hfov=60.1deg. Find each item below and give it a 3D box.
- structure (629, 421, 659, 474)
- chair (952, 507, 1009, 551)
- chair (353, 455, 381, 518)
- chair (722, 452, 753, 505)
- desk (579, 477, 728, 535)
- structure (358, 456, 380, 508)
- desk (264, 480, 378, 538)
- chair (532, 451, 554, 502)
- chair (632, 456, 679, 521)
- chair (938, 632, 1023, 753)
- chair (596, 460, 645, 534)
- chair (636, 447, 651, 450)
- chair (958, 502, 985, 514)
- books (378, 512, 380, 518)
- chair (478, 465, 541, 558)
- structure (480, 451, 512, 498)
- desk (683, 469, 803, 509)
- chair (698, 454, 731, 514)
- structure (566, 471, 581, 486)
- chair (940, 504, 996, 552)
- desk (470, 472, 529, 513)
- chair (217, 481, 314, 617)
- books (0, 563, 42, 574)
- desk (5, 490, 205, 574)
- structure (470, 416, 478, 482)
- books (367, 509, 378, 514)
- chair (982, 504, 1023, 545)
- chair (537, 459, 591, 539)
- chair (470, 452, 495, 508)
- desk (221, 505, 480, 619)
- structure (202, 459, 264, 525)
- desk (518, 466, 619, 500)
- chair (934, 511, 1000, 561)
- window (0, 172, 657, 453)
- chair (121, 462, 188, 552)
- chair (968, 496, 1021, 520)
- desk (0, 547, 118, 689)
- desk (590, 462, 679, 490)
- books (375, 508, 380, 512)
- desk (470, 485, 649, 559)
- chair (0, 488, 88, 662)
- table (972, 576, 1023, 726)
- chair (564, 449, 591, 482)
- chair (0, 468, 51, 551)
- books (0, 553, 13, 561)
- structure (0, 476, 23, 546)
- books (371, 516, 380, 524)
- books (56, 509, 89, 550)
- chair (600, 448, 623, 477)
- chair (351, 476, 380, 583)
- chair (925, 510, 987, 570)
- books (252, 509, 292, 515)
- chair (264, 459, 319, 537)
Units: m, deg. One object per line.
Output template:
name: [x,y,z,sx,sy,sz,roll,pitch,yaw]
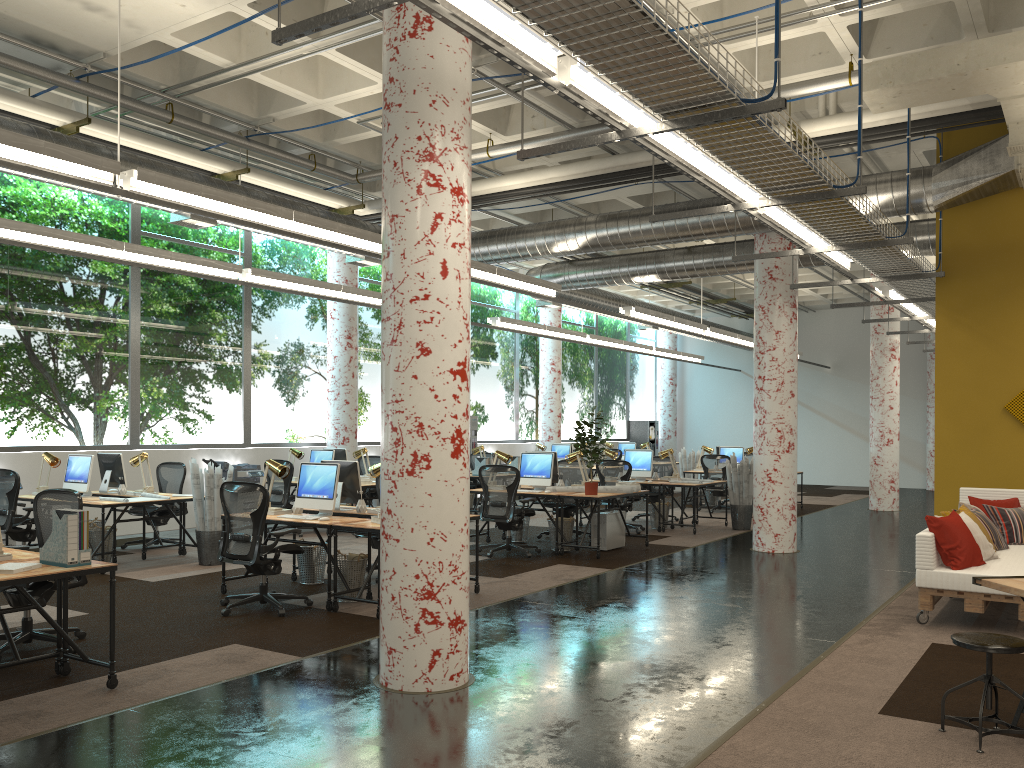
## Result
structure: [3.943,2.000,26.368,0.638,1.810,0.750,0,0,33]
chair: [4.288,1.345,8.088,0.523,0.408,0.341,2,-2,-41]
chair: [-2.383,1.707,14.349,0.770,1.085,0.793,0,-1,17]
chair: [4.698,1.943,18.210,0.770,1.085,0.793,0,-1,17]
desk: [2.237,1.888,13.985,1.941,0.724,1.402,-1,-3,33]
structure: [-2.520,1.832,16.522,0.503,1.057,1.058,0,-1,33]
desk: [-2.579,1.833,13.398,1.941,0.724,1.402,-1,-3,33]
chair: [0.676,1.946,18.675,0.770,1.085,0.793,0,-1,17]
chair: [2.433,1.761,14.936,0.770,1.085,0.793,0,-1,17]
chair: [2.352,1.506,4.363,0.346,0.497,0.338,0,-1,-7]
chair: [1.592,1.673,13.316,0.770,1.085,0.793,0,-1,17]
chair: [3.298,2.185,23.011,0.770,1.085,0.793,0,-1,17]
chair: [4.456,1.335,8.471,0.334,0.437,0.546,-1,-2,38]
books: [-1.039,1.102,7.507,0.193,0.044,0.257,1,-3,-9]
chair: [-0.070,1.505,10.659,0.770,1.085,0.793,0,-1,17]
structure: [-0.333,2.016,19.855,0.503,1.057,1.058,0,-1,33]
desk: [4.503,2.069,17.259,1.941,0.724,1.402,-1,-3,33]
chair: [3.857,1.854,16.590,0.770,1.085,0.793,0,-1,17]
structure: [1.448,2.166,22.571,0.503,1.057,1.058,0,-1,33]
chair: [3.995,1.293,7.752,0.546,0.438,0.316,2,-2,-44]
desk: [-0.865,1.978,16.011,1.941,0.724,1.402,-1,-3,33]
chair: [-2.126,1.351,7.474,0.770,1.085,0.793,0,-1,17]
books: [-2.767,1.018,4.893,0.200,0.024,0.235,0,-3,7]
desk: [-4.654,1.659,10.234,1.941,0.724,1.402,-1,-3,33]
structure: [-1.176,1.569,18.563,0.638,1.810,0.750,0,0,33]
books: [-1.172,1.195,8.322,0.309,0.038,0.226,-2,-3,33]
chair: [4.853,1.365,8.518,0.516,0.392,0.358,0,-1,2]
chair: [0.770,1.593,12.279,0.770,1.085,0.793,0,-1,17]
chair: [-0.670,1.851,16.962,0.770,1.085,0.793,0,-1,17]
desk: [-1.481,1.566,8.143,1.941,0.724,1.402,-1,-3,33]
structure: [-4.294,1.683,13.812,0.503,1.057,1.058,0,-1,33]
desk: [1.321,2.162,19.344,1.941,0.724,1.402,-1,-3,33]
chair: [3.812,1.293,7.417,0.525,0.401,0.331,2,-2,-38]
window: [-2.653,-0.701,16.916,0.050,3.761,26.224,0,-2,33]
chair: [-4.459,1.532,11.185,0.770,1.085,0.793,0,-1,17]
chair: [4.851,1.342,8.814,0.534,0.437,0.287,0,-1,6]
desk: [-3.475,1.398,5.096,1.941,0.724,1.402,-1,-3,33]
desk: [3.103,2.312,22.060,1.941,0.724,1.402,-1,-3,33]
books: [-1.053,1.070,7.501,0.153,0.030,0.185,2,-3,-29]
desk: [0.575,1.720,11.328,1.941,0.724,1.402,-1,-3,33]
chair: [-3.280,1.271,6.047,0.770,1.085,0.793,0,-1,17]
table: [2.759,1.379,4.380,0.626,0.759,0.616,0,-1,-7]
chair: [1.517,2.035,20.295,0.770,1.085,0.793,0,-1,17]
chair: [-5.300,1.444,9.565,0.770,1.085,0.793,0,-1,17]
books: [-3.167,1.027,5.275,0.309,0.038,0.226,-2,-3,33]
structure: [-6.369,1.508,10.648,0.503,1.057,1.058,0,-1,33]
books: [-1.053,1.148,7.484,0.200,0.050,0.272,2,-3,-29]
books: [-2.557,0.887,5.148,0.233,0.310,0.068,0,0,33]
chair: [2.458,2.096,21.391,0.770,1.085,0.793,0,-1,17]
chair: [-1.285,1.439,9.094,0.770,1.085,0.793,0,-1,17]
chair: [3.527,1.251,7.065,0.534,0.444,0.301,2,-2,-40]
books: [-2.237,1.186,8.245,0.309,0.038,0.226,-2,-3,33]
chair: [-3.224,1.618,12.729,0.770,1.085,0.793,0,-1,17]
